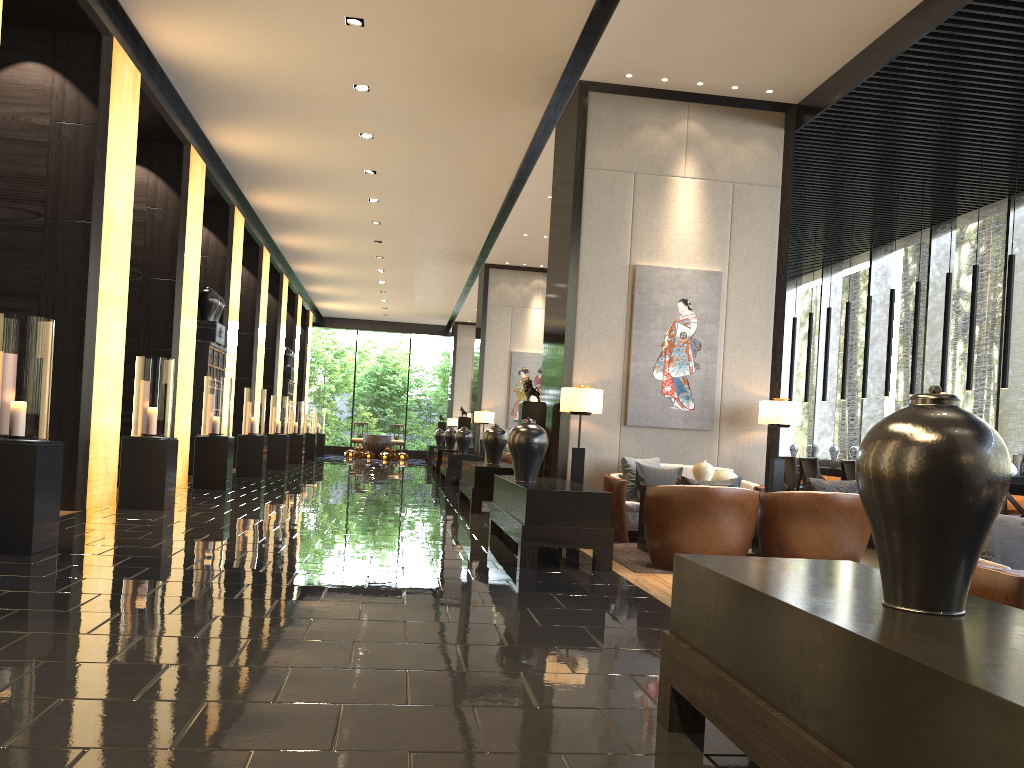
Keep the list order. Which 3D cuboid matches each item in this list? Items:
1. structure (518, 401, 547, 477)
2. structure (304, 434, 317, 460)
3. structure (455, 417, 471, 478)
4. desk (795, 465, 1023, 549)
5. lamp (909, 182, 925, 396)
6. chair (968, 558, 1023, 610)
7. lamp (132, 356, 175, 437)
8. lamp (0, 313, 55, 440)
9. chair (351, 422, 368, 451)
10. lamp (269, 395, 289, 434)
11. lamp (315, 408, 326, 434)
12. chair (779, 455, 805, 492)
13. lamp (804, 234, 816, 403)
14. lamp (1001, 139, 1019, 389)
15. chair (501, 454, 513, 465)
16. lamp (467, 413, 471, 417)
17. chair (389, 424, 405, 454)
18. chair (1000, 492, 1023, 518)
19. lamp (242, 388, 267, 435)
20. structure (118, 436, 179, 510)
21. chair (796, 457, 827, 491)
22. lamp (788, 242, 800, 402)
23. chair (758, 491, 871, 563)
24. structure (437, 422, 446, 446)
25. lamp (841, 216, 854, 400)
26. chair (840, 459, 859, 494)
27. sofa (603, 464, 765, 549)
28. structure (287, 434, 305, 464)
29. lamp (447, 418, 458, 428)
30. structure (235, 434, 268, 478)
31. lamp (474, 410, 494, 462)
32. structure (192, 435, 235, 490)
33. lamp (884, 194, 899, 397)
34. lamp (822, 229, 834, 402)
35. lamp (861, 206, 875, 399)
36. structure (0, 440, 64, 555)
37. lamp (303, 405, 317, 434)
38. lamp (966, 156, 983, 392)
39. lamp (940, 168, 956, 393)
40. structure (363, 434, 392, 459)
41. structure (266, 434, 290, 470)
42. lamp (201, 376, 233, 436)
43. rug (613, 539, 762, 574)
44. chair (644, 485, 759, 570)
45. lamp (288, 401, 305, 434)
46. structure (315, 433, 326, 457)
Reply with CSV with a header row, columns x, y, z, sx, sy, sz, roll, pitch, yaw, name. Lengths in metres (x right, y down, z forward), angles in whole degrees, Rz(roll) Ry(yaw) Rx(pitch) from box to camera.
x,y,z,sx,sy,sz,roll,pitch,yaw,name
0.172,0.784,8.745,0.240,1.217,0.240,3,0,-7,structure
-5.261,1.610,22.797,0.402,0.657,0.402,3,-1,-7,structure
-0.978,1.265,17.630,0.240,1.217,0.240,3,0,-7,structure
3.674,1.496,13.344,1.780,0.759,28.760,4,-4,-7,desk
4.517,-1.081,9.839,0.060,2.420,0.060,3,0,-12,lamp
1.689,0.814,2.810,0.804,0.604,0.606,4,-2,-7,chair
-3.338,0.122,8.242,0.337,0.729,0.336,4,-1,-34,lamp
-2.961,-0.036,5.329,0.337,0.729,0.336,4,-1,-34,lamp
-4.749,1.732,27.629,0.520,1.076,0.536,3,-1,-7,chair
-4.469,0.595,16.979,0.337,0.729,0.337,3,-1,-5,lamp
-5.599,1.068,25.716,0.337,0.729,0.336,4,-1,-20,lamp
3.598,1.320,11.055,0.563,0.827,0.526,3,-1,-7,chair
4.187,-0.943,12.393,0.060,2.420,0.060,3,0,-12,lamp
4.710,-1.162,8.346,0.060,2.420,0.060,3,0,-12,lamp
0.200,1.478,14.982,0.804,0.604,0.606,4,-2,-7,chair
-0.788,1.266,18.544,0.374,1.350,0.375,3,0,11,lamp
-3.632,1.805,27.774,0.520,1.076,0.536,3,-1,-7,chair
4.080,1.119,7.334,0.563,0.827,0.526,3,-1,-7,chair
-4.092,0.437,14.066,0.337,0.729,0.337,3,-1,-5,lamp
-3.377,0.821,8.235,0.402,0.657,0.402,3,-1,-7,structure
3.672,1.290,10.484,0.563,0.827,0.526,3,-1,-7,chair
4.121,-0.915,12.903,0.060,2.420,0.060,3,0,-12,lamp
2.186,1.056,6.291,0.804,0.604,0.606,4,-2,-7,chair
-2.131,1.747,26.540,0.240,1.217,0.240,3,0,-7,structure
4.319,-0.999,11.369,0.060,2.420,0.060,3,0,-12,lamp
3.802,1.235,9.480,0.563,0.827,0.526,3,-1,-7,chair
1.511,1.074,7.935,1.449,0.693,0.603,4,-2,-7,sofa
-4.884,1.452,19.885,0.402,0.657,0.402,3,-1,-7,structure
-1.710,1.651,25.670,0.374,1.350,0.375,3,0,22,lamp
-4.130,1.137,14.060,0.402,0.657,0.402,3,-1,-7,structure
-0.556,1.168,16.751,0.374,1.350,0.375,3,0,11,lamp
-3.754,0.979,11.148,0.402,0.657,0.402,3,-1,-7,structure
4.451,-1.054,10.350,0.060,2.420,0.060,3,0,-12,lamp
4.254,-0.971,11.872,0.060,2.420,0.060,3,0,-12,lamp
4.385,-1.026,10.860,0.060,2.420,0.060,3,0,-12,lamp
-3.000,0.664,5.323,0.402,0.657,0.402,3,-1,-7,structure
-5.222,0.910,22.803,0.337,0.729,0.337,3,-1,-5,lamp
4.643,-1.134,8.864,0.060,2.420,0.060,3,0,-12,lamp
4.588,-1.111,9.292,0.060,2.420,0.060,3,0,-12,lamp
-4.123,1.911,27.023,0.874,0.710,0.874,4,-2,-19,structure
-4.507,1.294,16.972,0.402,0.657,0.402,3,-1,-7,structure
-3.715,0.280,11.154,0.337,0.729,0.337,3,-1,-2,lamp
1.639,1.374,7.116,1.958,0.008,2.244,4,-4,-7,rug
1.338,1.001,6.182,0.804,0.604,0.606,4,-2,-7,chair
-4.846,0.753,19.891,0.337,0.729,0.337,3,-1,-5,lamp
-5.638,1.767,25.709,0.402,0.657,0.402,3,-1,-7,structure
